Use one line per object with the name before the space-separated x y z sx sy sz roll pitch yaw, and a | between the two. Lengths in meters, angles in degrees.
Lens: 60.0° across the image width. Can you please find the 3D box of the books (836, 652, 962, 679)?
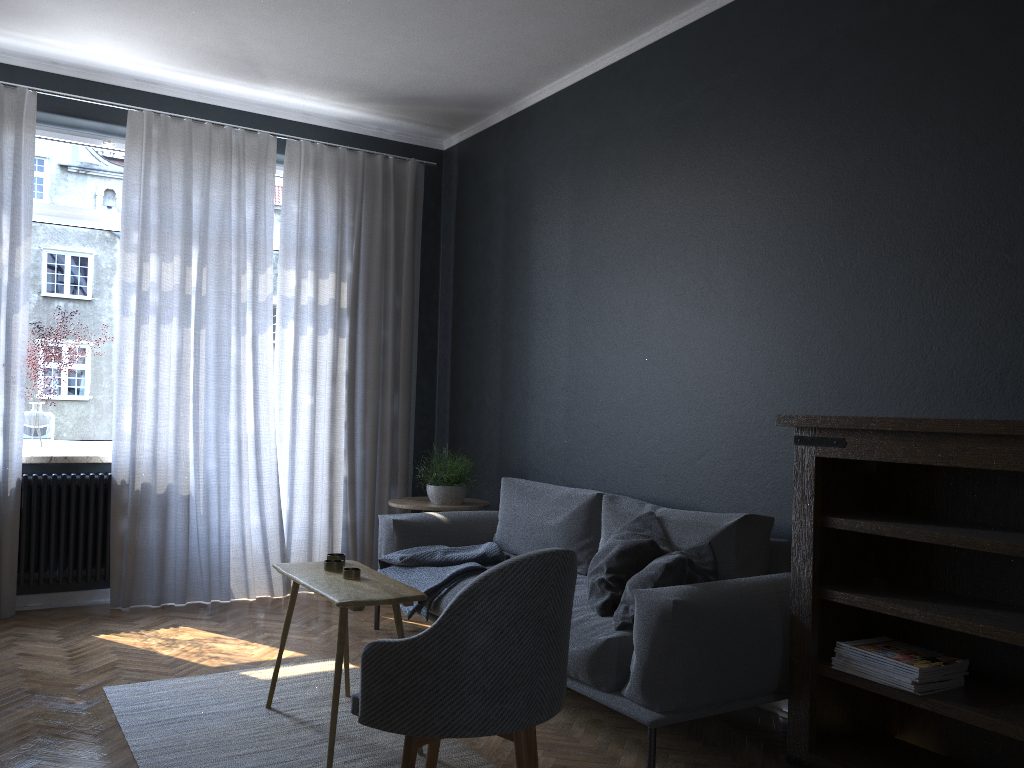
books | 1.189 0.854 2.729 0.218 0.008 0.288 2 -2 -27

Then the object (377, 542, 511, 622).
object | -0.334 0.900 4.248 0.490 0.329 0.666 2 -2 -26

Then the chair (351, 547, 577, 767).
chair | -0.069 0.822 2.398 0.495 0.811 0.645 1 -1 37

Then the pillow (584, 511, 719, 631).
pillow | 0.512 0.696 3.359 0.442 0.362 0.798 2 -2 -13

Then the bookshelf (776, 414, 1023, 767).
bookshelf | 1.550 0.685 2.228 0.451 1.172 1.918 2 -2 -31

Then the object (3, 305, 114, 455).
object | -2.548 -0.013 4.863 0.599 0.809 0.514 1 -1 33

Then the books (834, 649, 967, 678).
books | 1.189 0.847 2.725 0.218 0.008 0.304 3 -2 -28

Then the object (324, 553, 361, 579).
object | -0.644 0.676 3.295 0.103 0.033 0.369 2 -2 -21

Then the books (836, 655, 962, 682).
books | 1.189 0.865 2.735 0.218 0.008 0.288 2 -2 -25

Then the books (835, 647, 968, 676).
books | 1.191 0.840 2.727 0.218 0.008 0.304 3 -2 -28

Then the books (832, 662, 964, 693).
books | 1.183 0.891 2.732 0.218 0.007 0.305 2 -2 -27

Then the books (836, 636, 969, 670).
books | 1.195 0.824 2.727 0.219 0.013 0.305 2 -2 -27

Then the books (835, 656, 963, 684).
books | 1.188 0.871 2.734 0.218 0.008 0.288 2 -2 -25

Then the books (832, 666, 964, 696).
books | 1.183 0.898 2.731 0.218 0.008 0.304 3 -2 -32

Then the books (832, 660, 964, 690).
books | 1.184 0.884 2.731 0.218 0.008 0.304 2 -2 -27

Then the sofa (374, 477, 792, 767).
sofa | 0.228 0.883 3.915 0.970 0.798 2.340 2 -2 -32

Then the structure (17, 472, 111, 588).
structure | -2.936 0.767 4.598 1.847 0.600 0.216 3 -1 -31

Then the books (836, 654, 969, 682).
books | 1.194 0.859 2.727 0.218 0.006 0.304 2 -2 -27

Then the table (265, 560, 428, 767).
table | -0.606 0.963 3.161 0.339 0.550 0.787 2 -2 -31

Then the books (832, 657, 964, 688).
books | 1.182 0.876 2.732 0.219 0.013 0.305 2 -2 -27

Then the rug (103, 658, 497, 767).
rug | -0.690 1.227 2.953 1.004 0.013 2.011 3 -2 -31

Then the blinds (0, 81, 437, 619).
blinds | -2.284 -0.161 4.918 3.994 2.788 0.312 2 -1 -31

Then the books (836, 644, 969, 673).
books | 1.195 0.833 2.729 0.218 0.008 0.304 2 -2 -27
